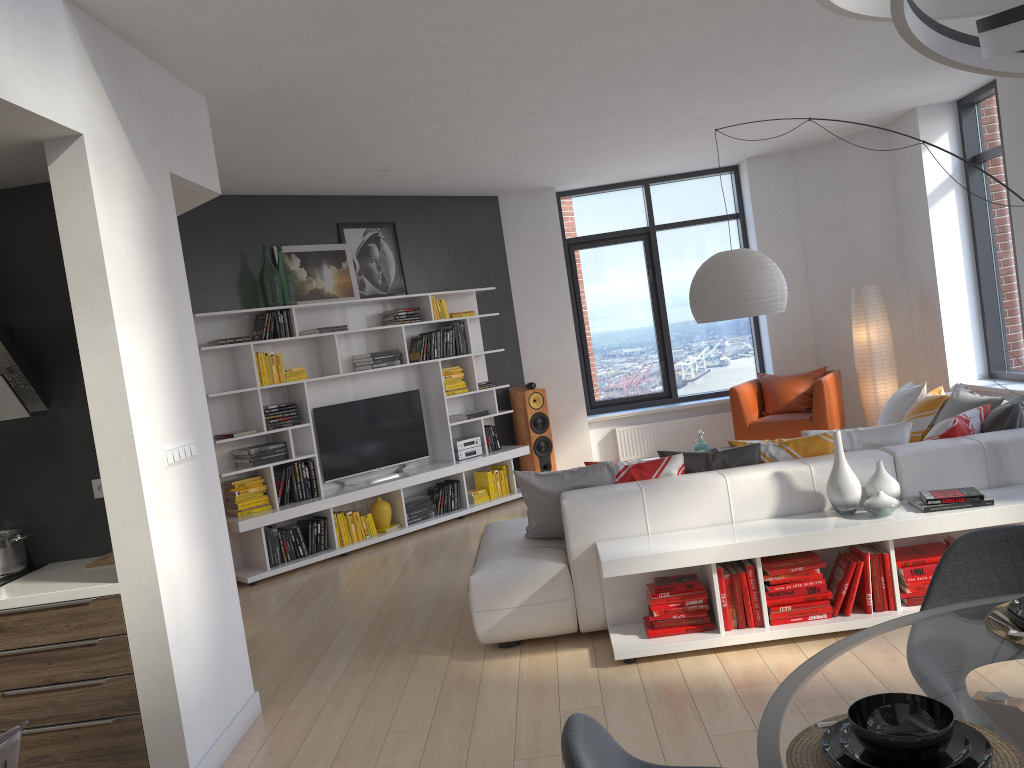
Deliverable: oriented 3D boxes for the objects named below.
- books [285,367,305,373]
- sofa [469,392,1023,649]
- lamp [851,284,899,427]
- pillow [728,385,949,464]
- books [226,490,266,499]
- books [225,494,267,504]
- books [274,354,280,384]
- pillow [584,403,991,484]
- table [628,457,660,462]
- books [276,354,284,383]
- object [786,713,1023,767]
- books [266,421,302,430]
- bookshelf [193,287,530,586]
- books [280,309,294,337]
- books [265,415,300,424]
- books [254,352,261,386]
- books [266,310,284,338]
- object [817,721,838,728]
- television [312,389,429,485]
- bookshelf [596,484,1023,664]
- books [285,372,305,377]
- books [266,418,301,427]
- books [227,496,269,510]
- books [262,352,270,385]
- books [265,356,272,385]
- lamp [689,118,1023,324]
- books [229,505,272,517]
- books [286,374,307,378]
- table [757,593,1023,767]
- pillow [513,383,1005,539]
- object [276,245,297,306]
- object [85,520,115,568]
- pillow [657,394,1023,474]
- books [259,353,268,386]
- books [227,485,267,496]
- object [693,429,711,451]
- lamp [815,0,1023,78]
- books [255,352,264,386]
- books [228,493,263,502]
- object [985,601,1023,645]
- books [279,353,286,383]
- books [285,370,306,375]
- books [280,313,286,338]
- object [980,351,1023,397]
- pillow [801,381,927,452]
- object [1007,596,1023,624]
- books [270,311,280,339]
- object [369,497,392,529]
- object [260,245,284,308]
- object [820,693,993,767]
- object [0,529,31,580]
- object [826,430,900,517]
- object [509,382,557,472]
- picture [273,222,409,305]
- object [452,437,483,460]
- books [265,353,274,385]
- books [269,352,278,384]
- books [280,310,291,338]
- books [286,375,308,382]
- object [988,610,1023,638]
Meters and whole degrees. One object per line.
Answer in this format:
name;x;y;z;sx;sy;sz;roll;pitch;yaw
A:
books;-1.795;-0.109;7.174;0.186;0.026;0.138;-11;4;-43
sofa;1.499;0.684;5.600;3.424;0.732;2.614;-8;3;2
lamp;3.475;-0.145;8.051;0.502;1.550;0.804;-11;4;-37
pillow;2.066;0.361;5.288;2.095;0.440;0.630;-11;4;-41
books;-2.067;0.852;6.880;0.251;0.019;0.180;-11;4;-43
books;-2.065;0.891;6.882;0.263;0.015;0.198;-11;4;-40
books;-1.914;-0.117;7.067;0.023;0.239;0.169;-11;4;-43
pillow;1.528;0.477;4.767;2.250;0.449;0.575;-8;3;0
table;1.088;0.835;6.487;1.091;0.435;1.091;-8;3;2
books;-1.893;-0.118;7.081;0.024;0.234;0.172;-11;4;-43
object;0.634;0.611;1.448;0.360;0.002;0.360;-10;3;-23
books;-1.842;0.333;7.071;0.263;0.026;0.189;-11;4;-44
bookshelf;-1.149;0.294;7.639;3.000;2.052;0.455;-11;4;-43
books;-1.829;-0.483;7.149;0.019;0.230;0.174;-11;4;-43
books;-1.867;0.283;7.079;0.266;0.030;0.209;-11;4;-44
books;-2.043;-0.107;6.929;0.029;0.270;0.204;-11;4;-43
books;-1.896;-0.471;7.102;0.025;0.232;0.176;-11;4;-43
object;0.633;0.604;1.441;0.206;0.015;0.309;-8;3;7
television;-1.204;0.473;7.723;1.102;0.704;0.207;-11;4;-43
bookshelf;1.725;0.846;4.115;2.600;0.500;0.356;-8;3;2
books;-1.773;-0.075;7.153;0.169;0.018;0.113;-11;4;-41
books;-1.846;0.308;7.072;0.270;0.025;0.189;-11;4;-44
books;-2.049;0.919;6.875;0.255;0.044;0.198;-11;4;-43
books;-1.986;-0.114;7.004;0.015;0.263;0.199;-11;4;-43
books;-1.956;-0.101;7.001;0.024;0.229;0.156;-11;4;-43
lamp;2.507;-0.391;4.827;3.199;2.647;0.710;-6;4;38
books;-2.029;0.979;6.870;0.270;0.029;0.204;-11;4;-38
books;-1.780;-0.062;7.172;0.196;0.011;0.148;-11;4;-43
table;1.200;0.920;1.372;1.499;0.764;1.499;-9;3;-9
pillow;1.439;0.441;5.100;2.953;0.453;0.647;-9;3;-10
object;-1.859;-0.876;7.221;0.157;0.507;0.157;-10;3;-29
object;-1.640;0.583;3.796;0.330;0.316;0.221;-8;3;2
pillow;1.848;0.404;4.760;2.120;0.436;0.608;-8;3;-2
books;-2.006;-0.108;6.981;0.044;0.255;0.198;-11;4;-43
books;-2.061;0.824;6.885;0.250;0.035;0.185;-11;4;-40
object;1.265;0.465;6.306;0.330;0.265;0.330;-7;3;26
lamp;0.658;-2.735;1.178;1.000;4.513;1.000;-8;3;4
books;-2.029;-0.110;6.954;0.025;0.270;0.213;-11;4;-43
books;-2.060;0.873;6.859;0.228;0.024;0.152;-11;4;-39
object;1.206;0.506;1.882;0.360;0.002;0.360;-5;4;44
books;-1.877;-0.122;7.102;0.024;0.234;0.172;-11;4;-43
books;-1.781;-0.091;7.168;0.187;0.014;0.134;-11;4;-43
books;-1.873;-0.460;7.116;0.021;0.200;0.147;-11;4;-43
object;2.451;0.116;4.030;0.406;0.744;0.607;-6;4;42
pillow;2.267;0.301;5.529;0.580;0.456;2.156;-7;3;28
object;1.201;0.467;1.892;0.258;0.074;0.258;-9;3;-17
books;-1.909;-0.462;7.082;0.021;0.221;0.156;-11;4;-43
object;-1.118;1.092;7.544;0.185;0.257;0.185;-7;3;25
object;-1.933;-0.857;7.074;0.157;0.507;0.157;-10;3;-29
object;0.636;0.573;1.445;0.258;0.074;0.258;-9;3;-17
object;-2.229;0.711;3.770;0.315;0.223;0.288;-5;4;43
object;1.630;0.404;4.151;0.316;0.398;0.319;-7;3;26
object;0.188;0.523;8.865;0.290;1.088;0.434;-10;3;-28
picture;-1.472;-1.055;7.733;1.279;0.707;0.076;-11;4;-43
object;-0.472;0.605;8.305;0.285;0.174;0.270;-11;4;-43
books;-1.955;-0.115;7.029;0.019;0.251;0.180;-11;4;-43
books;-1.934;-0.119;7.045;0.035;0.250;0.185;-11;4;-43
books;-1.853;-0.472;7.136;0.038;0.218;0.169;-11;4;-43
books;-1.775;-0.039;7.170;0.190;0.033;0.147;-11;4;-43
object;1.196;0.499;1.882;0.309;0.015;0.206;-8;3;7
